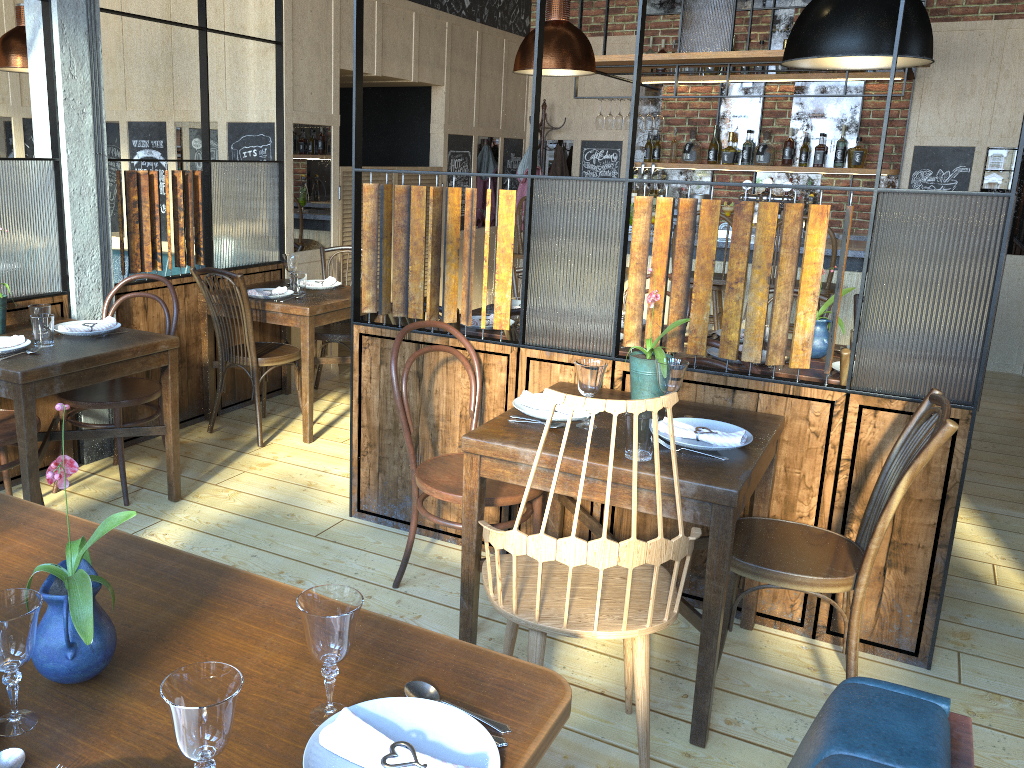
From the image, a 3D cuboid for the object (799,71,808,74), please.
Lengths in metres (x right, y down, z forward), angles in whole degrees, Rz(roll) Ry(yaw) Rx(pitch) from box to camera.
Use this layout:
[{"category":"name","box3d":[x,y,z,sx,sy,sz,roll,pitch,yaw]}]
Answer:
[{"category":"object","box3d":[2.285,-2.551,6.868,0.068,0.262,0.064,9,15,25]}]

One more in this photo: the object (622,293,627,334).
[{"category":"object","box3d":[0.499,-0.298,3.857,0.094,0.191,0.103,-10,18,-42]}]

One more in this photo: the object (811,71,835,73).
[{"category":"object","box3d":[2.409,-2.538,6.792,0.176,0.282,0.117,14,17,39]}]

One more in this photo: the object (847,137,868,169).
[{"category":"object","box3d":[2.655,-1.777,6.774,0.147,0.234,0.088,6,14,13]}]

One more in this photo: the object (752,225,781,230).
[{"category":"object","box3d":[2.055,-1.278,7.164,0.331,0.019,0.227,12,18,34]}]

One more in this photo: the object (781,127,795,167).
[{"category":"object","box3d":[2.207,-1.888,7.027,0.082,0.301,0.090,-10,18,-43]}]

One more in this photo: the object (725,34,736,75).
[{"category":"object","box3d":[1.782,-2.661,7.132,0.082,0.316,0.080,4,13,7]}]

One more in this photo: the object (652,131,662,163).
[{"category":"object","box3d":[1.243,-2.022,7.520,0.067,0.262,0.065,6,14,13]}]

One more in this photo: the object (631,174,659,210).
[{"category":"object","box3d":[1.141,-1.652,7.602,0.269,0.301,0.082,10,15,27]}]

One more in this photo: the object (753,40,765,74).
[{"category":"object","box3d":[1.978,-2.598,7.023,0.081,0.261,0.076,10,15,27]}]

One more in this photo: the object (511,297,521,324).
[{"category":"object","box3d":[0.031,-0.339,4.107,0.083,0.119,0.086,0,14,-11]}]

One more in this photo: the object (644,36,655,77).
[{"category":"object","box3d":[1.164,-2.762,7.439,0.072,0.328,0.079,-8,17,-39]}]

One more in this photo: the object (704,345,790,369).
[{"category":"object","box3d":[0.930,-0.120,3.492,0.339,0.051,0.259,10,17,29]}]

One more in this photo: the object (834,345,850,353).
[{"category":"object","box3d":[1.513,-0.143,3.644,0.339,0.051,0.259,10,17,29]}]

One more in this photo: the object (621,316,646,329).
[{"category":"object","box3d":[0.491,-0.309,4.180,0.339,0.051,0.259,10,17,29]}]

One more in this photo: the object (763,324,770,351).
[{"category":"object","box3d":[1.064,-0.177,3.584,0.086,0.119,0.083,5,14,9]}]

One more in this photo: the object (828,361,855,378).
[{"category":"object","box3d":[1.353,-0.054,3.281,0.339,0.051,0.259,10,17,29]}]

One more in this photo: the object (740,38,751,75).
[{"category":"object","box3d":[1.889,-2.628,7.087,0.079,0.282,0.073,10,15,27]}]

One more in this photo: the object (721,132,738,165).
[{"category":"object","box3d":[1.787,-1.932,7.226,0.122,0.263,0.113,9,15,27]}]

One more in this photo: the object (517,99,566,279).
[{"category":"object","box3d":[0.217,-1.558,8.020,0.344,1.979,0.363,-9,18,-40]}]

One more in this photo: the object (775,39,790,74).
[{"category":"object","box3d":[2.142,-2.572,6.932,0.122,0.263,0.113,9,15,27]}]

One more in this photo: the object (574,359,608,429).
[{"category":"object","box3d":[0.222,0.031,2.552,0.096,0.191,0.101,-1,14,-16]}]

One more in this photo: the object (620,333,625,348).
[{"category":"object","box3d":[0.368,-0.215,3.800,0.339,0.051,0.259,10,17,29]}]

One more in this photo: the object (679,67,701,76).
[{"category":"object","box3d":[1.474,-2.689,7.278,0.176,0.282,0.117,14,17,39]}]

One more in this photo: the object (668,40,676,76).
[{"category":"object","box3d":[1.341,-2.712,7.348,0.054,0.287,0.058,-3,15,-24]}]

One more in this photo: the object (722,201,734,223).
[{"category":"object","box3d":[1.793,-1.418,7.325,0.101,0.196,0.111,-7,17,-35]}]

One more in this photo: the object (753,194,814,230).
[{"category":"object","box3d":[2.183,-1.394,7.092,0.511,0.286,0.085,9,15,28]}]

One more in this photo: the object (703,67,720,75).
[{"category":"object","box3d":[1.634,-2.638,7.195,0.150,0.234,0.086,11,16,31]}]

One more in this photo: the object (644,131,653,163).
[{"category":"object","box3d":[1.173,-2.033,7.556,0.063,0.262,0.069,-9,18,-40]}]

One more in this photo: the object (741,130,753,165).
[{"category":"object","box3d":[1.919,-1.927,7.181,0.079,0.282,0.073,10,15,27]}]

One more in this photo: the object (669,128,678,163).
[{"category":"object","box3d":[1.371,-2.011,7.443,0.054,0.287,0.058,-3,15,-24]}]

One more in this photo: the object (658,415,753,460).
[{"category":"object","box3d":[0.542,0.129,2.485,0.281,0.051,0.313,10,17,29]}]

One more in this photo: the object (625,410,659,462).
[{"category":"object","box3d":[0.334,0.135,2.300,0.086,0.119,0.082,6,14,16]}]

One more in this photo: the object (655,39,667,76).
[{"category":"object","box3d":[1.261,-2.738,7.409,0.090,0.301,0.082,13,17,36]}]

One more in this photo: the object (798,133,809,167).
[{"category":"object","box3d":[2.313,-1.849,6.964,0.067,0.262,0.065,4,13,7]}]

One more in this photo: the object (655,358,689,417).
[{"category":"object","box3d":[0.462,0.026,2.593,0.099,0.191,0.098,3,14,2]}]

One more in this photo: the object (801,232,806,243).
[{"category":"object","box3d":[1.957,-0.981,5.861,0.179,0.090,0.091,3,14,3]}]

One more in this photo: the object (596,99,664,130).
[{"category":"object","box3d":[0.838,-1.921,6.279,0.518,0.207,0.063,9,15,27]}]

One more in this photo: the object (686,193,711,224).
[{"category":"object","box3d":[1.558,-1.470,7.402,0.213,0.244,0.222,-1,14,-13]}]

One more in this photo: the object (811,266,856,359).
[{"category":"object","box3d":[1.241,-0.313,3.521,0.130,0.429,0.229,-10,19,-44]}]

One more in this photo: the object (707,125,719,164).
[{"category":"object","box3d":[1.671,-1.982,7.299,0.082,0.316,0.080,4,13,7]}]

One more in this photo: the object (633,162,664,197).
[{"category":"object","box3d":[1.135,-1.655,7.588,0.323,0.489,0.197,9,15,26]}]

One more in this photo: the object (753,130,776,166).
[{"category":"object","box3d":[2.039,-1.901,7.096,0.176,0.282,0.117,14,17,39]}]

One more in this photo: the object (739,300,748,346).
[{"category":"object","box3d":[0.957,-0.259,3.755,0.094,0.191,0.103,-10,18,-42]}]

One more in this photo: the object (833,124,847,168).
[{"category":"object","box3d":[2.558,-1.847,6.848,0.072,0.328,0.079,-8,17,-39]}]

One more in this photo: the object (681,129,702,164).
[{"category":"object","box3d":[1.503,-1.987,7.372,0.176,0.282,0.117,14,17,39]}]

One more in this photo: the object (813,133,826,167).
[{"category":"object","box3d":[2.416,-1.831,6.908,0.081,0.261,0.076,10,15,27]}]

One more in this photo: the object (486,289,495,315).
[{"category":"object","box3d":[-0.102,-0.403,4.338,0.085,0.119,0.084,3,14,2]}]

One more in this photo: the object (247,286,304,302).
[{"category":"object","box3d":[-1.283,-0.490,4.692,0.339,0.051,0.259,10,17,29]}]

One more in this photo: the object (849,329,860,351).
[{"category":"object","box3d":[1.396,-0.155,3.536,0.086,0.119,0.083,5,14,9]}]

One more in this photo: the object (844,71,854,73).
[{"category":"object","box3d":[2.585,-2.503,6.713,0.068,0.262,0.064,8,14,20]}]

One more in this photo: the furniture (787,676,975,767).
[{"category":"furniture","box3d":[-0.889,0.750,1.284,2.716,0.818,1.319,9,16,27]}]

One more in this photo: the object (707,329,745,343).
[{"category":"object","box3d":[1.024,-0.224,3.904,0.339,0.051,0.259,10,17,29]}]

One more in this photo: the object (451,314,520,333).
[{"category":"object","box3d":[-0.105,-0.287,4.034,0.339,0.051,0.259,10,17,29]}]

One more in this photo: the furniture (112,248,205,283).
[{"category":"furniture","box3d":[-2.659,-0.337,5.313,1.501,0.818,1.441,9,16,26]}]

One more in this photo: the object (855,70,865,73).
[{"category":"object","box3d":[2.655,-2.491,6.676,0.067,0.262,0.065,6,14,13]}]
